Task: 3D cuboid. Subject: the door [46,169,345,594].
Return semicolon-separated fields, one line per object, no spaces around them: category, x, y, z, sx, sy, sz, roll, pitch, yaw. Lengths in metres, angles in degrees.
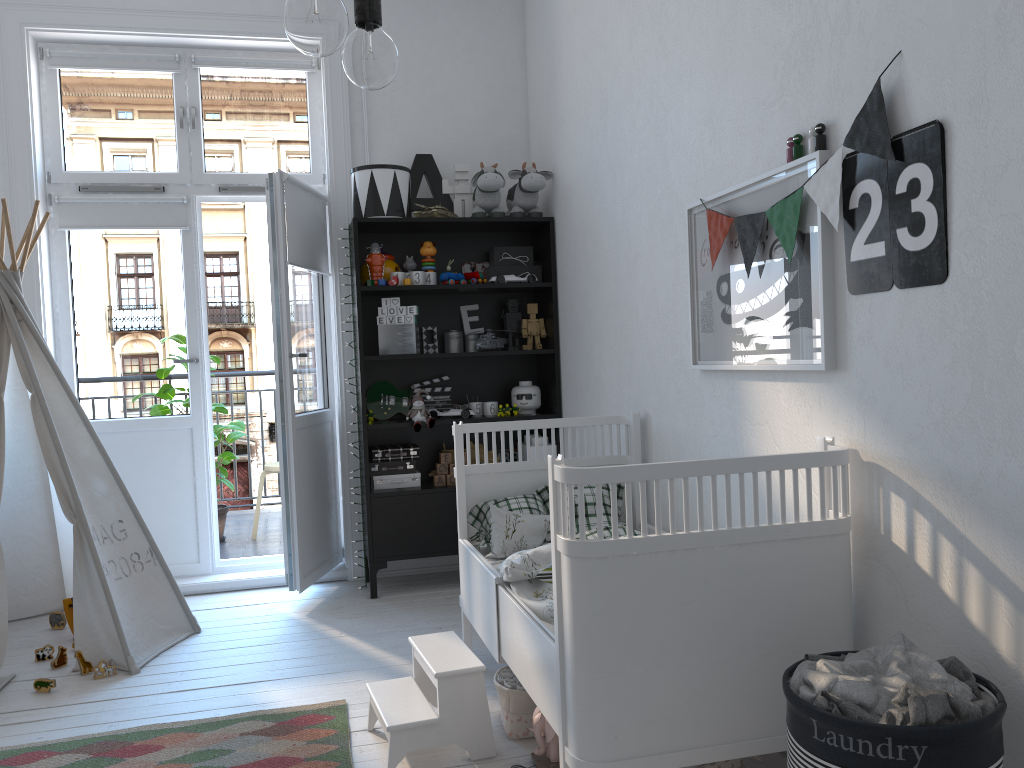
door;-1.426;0.002;3.984;1.263;1.839;0.636;-3;2;-12

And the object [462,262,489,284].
object;-0.070;-0.532;4.339;0.347;0.132;0.037;-3;2;-13

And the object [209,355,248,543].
object;-1.880;0.321;5.222;0.720;1.225;0.489;-2;2;-3

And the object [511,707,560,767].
object;0.079;0.895;2.243;0.254;0.152;0.125;-3;2;-14

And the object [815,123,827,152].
object;0.694;-0.554;1.993;0.025;0.064;0.025;-3;2;-20

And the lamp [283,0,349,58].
lamp;-0.665;-1.142;1.508;0.074;1.530;1.381;-4;3;-39

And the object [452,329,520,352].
object;-0.104;-0.205;4.165;0.368;0.106;0.349;-3;2;-12

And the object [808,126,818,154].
object;0.687;-0.554;2.017;0.025;0.064;0.025;-3;2;-18

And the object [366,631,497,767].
object;-0.231;0.855;2.416;0.288;0.246;0.332;-3;2;-18

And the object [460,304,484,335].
object;-0.195;-0.311;4.304;0.107;0.151;0.055;-3;2;-13

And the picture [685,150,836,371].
picture;0.626;-0.283;2.331;0.030;0.493;0.703;-3;2;-14

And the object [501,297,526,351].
object;0.012;-0.288;4.243;0.117;0.259;0.081;-3;2;-13

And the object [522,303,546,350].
object;0.101;-0.271;4.201;0.114;0.221;0.052;-3;2;-14

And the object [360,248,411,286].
object;-0.587;-0.533;4.059;0.197;0.197;0.318;-3;2;-17

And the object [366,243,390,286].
object;-0.603;-0.534;3.983;0.105;0.203;0.072;-3;2;-6

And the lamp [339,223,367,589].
lamp;-0.295;0.085;4.211;0.985;1.685;0.095;-3;2;-16

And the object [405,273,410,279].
object;-0.473;-0.473;4.060;0.067;0.067;0.067;-4;2;-39

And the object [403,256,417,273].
object;-0.478;-0.522;4.164;0.063;0.160;0.063;-4;3;-35

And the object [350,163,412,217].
object;-0.581;-0.866;4.117;0.272;0.259;0.394;-2;2;15

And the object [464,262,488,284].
object;-0.176;-0.517;4.153;0.087;0.112;0.122;-4;3;-43

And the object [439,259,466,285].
object;-0.273;-0.511;4.087;0.121;0.126;0.087;-4;2;-36

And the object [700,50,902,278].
object;0.653;-0.477;2.163;0.058;0.415;0.904;-3;2;-14

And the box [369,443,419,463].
box;-0.546;0.320;4.113;0.215;0.062;0.179;-3;2;-13

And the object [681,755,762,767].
object;0.372;0.883;2.009;0.360;0.163;0.242;-4;2;-38

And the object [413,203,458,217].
object;-0.364;-0.794;4.059;0.121;0.100;0.338;-2;2;21

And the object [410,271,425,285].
object;-0.427;-0.474;4.011;0.067;0.067;0.067;-3;2;-13

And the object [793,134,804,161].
object;0.673;-0.556;2.085;0.025;0.064;0.025;-3;2;-15

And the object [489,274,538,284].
object;0.005;-0.484;4.106;0.230;0.048;0.098;-3;2;-23

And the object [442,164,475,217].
object;-0.237;-0.899;4.244;0.190;0.291;0.065;-3;2;-8

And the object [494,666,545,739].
object;0.058;0.890;2.516;0.215;0.148;0.240;-3;2;-7

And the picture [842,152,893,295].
picture;0.745;-0.341;1.862;0.010;0.301;0.152;-3;2;-14

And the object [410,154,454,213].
object;-0.414;-0.919;4.232;0.343;0.344;0.057;-3;2;-13

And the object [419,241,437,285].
object;-0.381;-0.550;4.060;0.077;0.213;0.077;-2;2;20

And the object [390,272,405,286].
object;-0.515;-0.470;4.005;0.067;0.067;0.067;-3;2;-13

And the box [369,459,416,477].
box;-0.562;0.382;4.109;0.215;0.062;0.179;-3;2;-13

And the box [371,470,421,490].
box;-0.541;0.442;4.116;0.215;0.062;0.179;-3;2;-13

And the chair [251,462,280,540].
chair;-1.282;0.550;5.345;0.436;0.716;0.498;-1;2;31

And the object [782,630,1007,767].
object;0.652;0.709;1.524;0.345;0.513;0.346;-3;2;-23

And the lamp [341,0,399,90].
lamp;-0.623;-1.147;1.640;0.074;1.530;1.381;-4;3;-39

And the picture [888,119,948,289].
picture;0.780;-0.340;1.712;0.013;0.305;0.153;-3;2;-14

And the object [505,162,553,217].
object;0.032;-0.885;4.144;0.211;0.253;0.386;-3;2;-30

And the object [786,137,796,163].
object;0.667;-0.556;2.113;0.025;0.064;0.025;-3;2;-18

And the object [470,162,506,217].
object;-0.115;-0.877;4.104;0.154;0.253;0.370;-3;2;-5

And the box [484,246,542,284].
box;0.005;-0.559;4.247;0.251;0.189;0.179;-3;2;-13

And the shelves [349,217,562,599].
shelves;-0.255;0.089;4.156;0.911;1.678;0.353;-3;2;-13
